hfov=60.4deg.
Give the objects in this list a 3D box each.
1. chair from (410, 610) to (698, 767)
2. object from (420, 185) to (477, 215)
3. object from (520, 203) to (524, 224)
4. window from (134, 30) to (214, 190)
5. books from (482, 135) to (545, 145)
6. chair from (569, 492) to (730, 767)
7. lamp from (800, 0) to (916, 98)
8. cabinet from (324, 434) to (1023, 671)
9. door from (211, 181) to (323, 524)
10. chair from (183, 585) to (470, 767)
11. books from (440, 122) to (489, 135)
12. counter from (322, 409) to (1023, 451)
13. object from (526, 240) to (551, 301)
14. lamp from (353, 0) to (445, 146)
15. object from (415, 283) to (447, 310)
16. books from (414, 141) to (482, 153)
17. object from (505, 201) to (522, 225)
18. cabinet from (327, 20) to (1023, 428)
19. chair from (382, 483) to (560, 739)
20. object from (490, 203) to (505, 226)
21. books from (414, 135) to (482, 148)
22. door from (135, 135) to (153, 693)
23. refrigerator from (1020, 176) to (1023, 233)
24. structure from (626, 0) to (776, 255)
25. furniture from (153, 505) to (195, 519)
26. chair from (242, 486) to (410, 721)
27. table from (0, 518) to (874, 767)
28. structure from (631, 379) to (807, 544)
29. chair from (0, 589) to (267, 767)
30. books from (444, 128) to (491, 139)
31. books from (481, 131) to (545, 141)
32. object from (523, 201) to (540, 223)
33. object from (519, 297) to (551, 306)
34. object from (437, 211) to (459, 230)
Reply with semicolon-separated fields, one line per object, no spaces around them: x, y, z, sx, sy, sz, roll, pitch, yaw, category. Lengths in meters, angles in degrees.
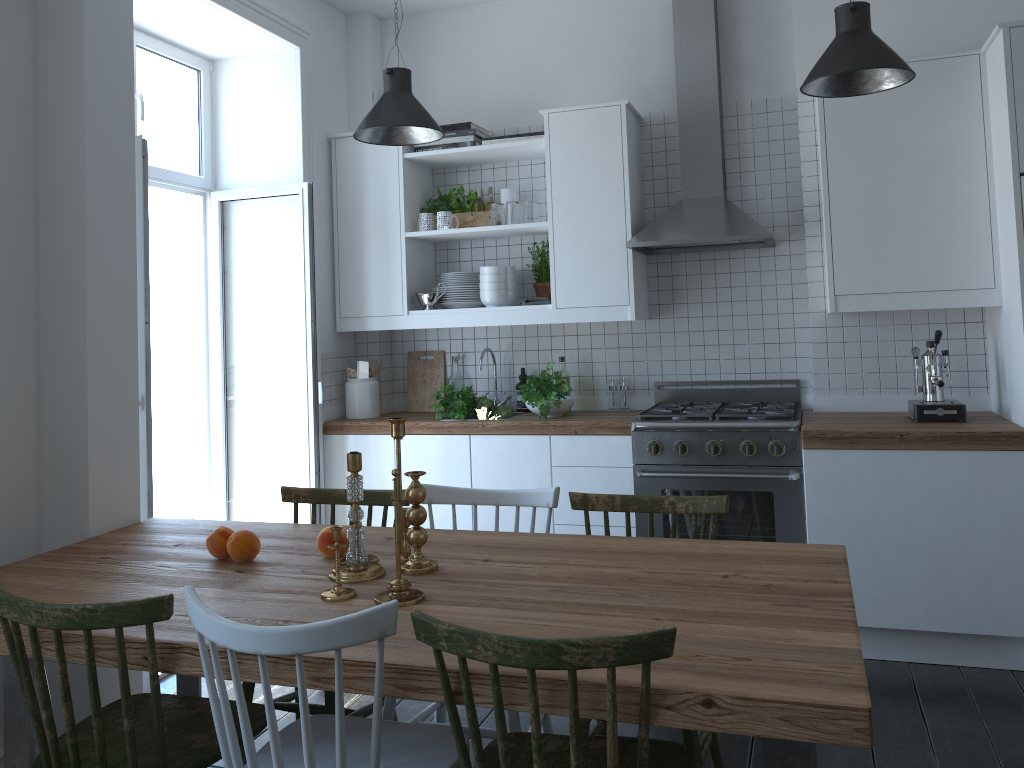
0.113;0.798;1.643;0.467;0.831;0.485;-3;-1;17;chair
-0.338;-0.934;4.716;0.347;0.256;0.163;-2;-1;9;object
0.033;-0.854;4.468;0.086;0.120;0.086;-2;-1;-13;object
-1.712;-1.275;3.943;0.105;0.659;1.181;-3;2;19;window
0.047;-1.228;4.546;0.349;0.038;0.261;-1;4;18;books
0.352;0.744;2.348;0.467;0.832;0.485;-3;-1;17;chair
1.209;-1.539;3.160;0.384;0.945;0.385;-3;-2;27;lamp
0.577;0.629;4.087;3.176;0.819;0.729;-1;1;27;cabinet
-1.214;0.034;4.316;0.585;2.037;0.104;-3;-3;13;door
-0.355;0.800;1.761;0.465;0.847;0.509;-3;-1;19;chair
-0.318;-1.329;4.675;0.325;0.038;0.259;-1;4;21;books
0.535;0.198;4.058;3.094;0.074;0.847;-1;4;19;counter
0.179;-0.583;4.552;0.171;0.368;0.164;-1;-2;-34;object
-1.541;-0.733;4.106;2.696;2.525;0.490;-2;-3;19;lamp
-0.415;-0.443;4.498;0.209;0.135;0.102;-1;0;31;object
-0.302;-1.226;4.667;0.350;0.044;0.260;-1;4;21;books
0.005;-0.847;4.382;0.086;0.120;0.086;-3;-1;42;object
0.840;-0.155;4.003;3.783;2.385;0.778;-1;-2;22;cabinet
-0.109;0.742;2.520;0.465;0.847;0.509;-3;-1;19;chair
-0.071;-0.847;4.424;0.086;0.120;0.086;-3;-1;42;object
-0.317;-1.263;4.664;0.328;0.031;0.260;-1;4;17;books
-1.574;0.117;3.244;0.584;2.037;0.104;-3;-3;24;door
2.257;0.119;3.351;0.575;1.812;0.679;-3;-2;19;refrigerator
0.875;-1.296;4.173;0.632;1.312;0.527;-3;-2;19;structure
-2.109;0.899;4.893;0.919;0.377;0.400;-1;1;18;furniture
-0.576;0.760;2.637;0.467;0.831;0.485;-3;-1;17;chair
-0.328;0.836;2.161;2.223;0.720;1.019;-1;2;18;table
0.956;0.520;3.970;0.699;1.025;0.721;-2;-1;19;structure
-0.815;0.815;1.932;0.467;0.832;0.485;-3;-1;17;chair
-0.303;-1.295;4.673;0.350;0.031;0.288;-1;4;19;books
0.048;-1.256;4.556;0.340;0.016;0.275;-1;4;20;books
0.095;-0.852;4.408;0.086;0.120;0.086;-2;-1;-13;object
0.132;-0.412;4.420;0.245;0.042;0.277;-1;4;11;object
-0.334;-0.834;4.529;0.108;0.101;0.083;-2;0;8;object
